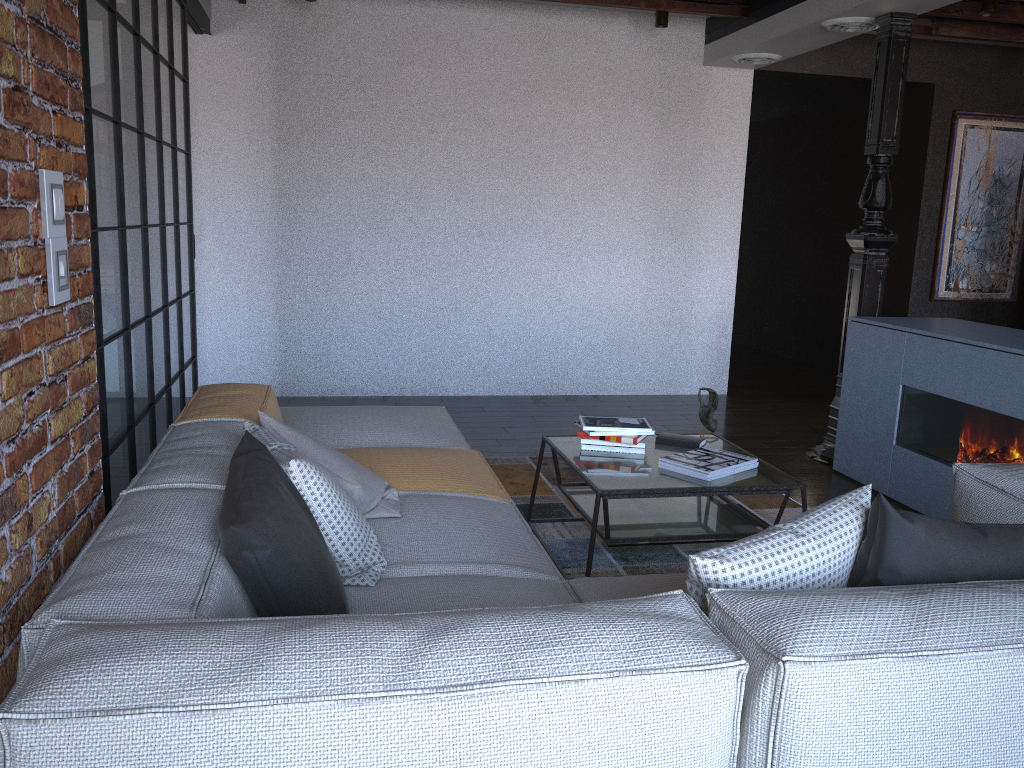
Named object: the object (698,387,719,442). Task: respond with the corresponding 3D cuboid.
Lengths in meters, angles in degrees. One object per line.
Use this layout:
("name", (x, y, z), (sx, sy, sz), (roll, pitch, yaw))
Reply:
("object", (0.804, 0.119, 3.654), (0.099, 0.223, 0.093), (8, 12, 27))

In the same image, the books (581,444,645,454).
("books", (0.402, 0.233, 3.513), (0.247, 0.024, 0.209), (3, 11, 7))

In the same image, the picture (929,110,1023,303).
("picture", (3.757, -1.387, 7.047), (0.780, 1.472, 0.067), (0, 11, -12))

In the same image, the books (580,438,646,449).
("books", (0.401, 0.210, 3.509), (0.251, 0.023, 0.209), (3, 11, 7))

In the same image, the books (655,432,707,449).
("books", (0.685, 0.227, 3.587), (0.181, 0.029, 0.129), (7, 11, 25))

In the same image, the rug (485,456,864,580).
("rug", (0.722, 0.613, 3.791), (1.432, 0.013, 2.361), (0, 11, -12))

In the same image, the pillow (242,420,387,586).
("pillow", (-0.508, 0.293, 2.244), (0.293, 0.355, 0.495), (-3, 12, -26))

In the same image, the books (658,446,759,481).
("books", (0.720, 0.289, 3.246), (0.308, 0.038, 0.225), (-7, 14, -41))

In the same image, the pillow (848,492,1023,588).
("pillow", (0.856, 0.396, 1.825), (0.538, 0.417, 0.238), (-2, 12, -22))

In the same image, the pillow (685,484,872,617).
("pillow", (0.521, 0.405, 1.782), (0.543, 0.402, 0.250), (-4, 12, -29))

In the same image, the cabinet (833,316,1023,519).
("cabinet", (2.346, 0.333, 3.360), (0.607, 0.845, 2.957), (0, 11, -12))

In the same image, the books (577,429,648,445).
("books", (0.398, 0.193, 3.481), (0.239, 0.023, 0.190), (6, 11, 22))

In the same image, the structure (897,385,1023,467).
("structure", (2.115, 0.259, 3.873), (0.332, 0.395, 0.942), (0, 11, -12))

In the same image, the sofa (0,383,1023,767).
("sofa", (0.161, 0.429, 2.917), (2.536, 0.698, 3.297), (0, 11, -13))

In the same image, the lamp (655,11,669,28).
("lamp", (0.946, -2.387, 5.686), (0.120, 0.184, 0.082), (8, 12, 29))

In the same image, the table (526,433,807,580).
("table", (0.563, 0.469, 3.383), (0.842, 0.389, 0.847), (0, 11, -12))

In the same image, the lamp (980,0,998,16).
("lamp", (2.714, -2.206, 5.058), (0.121, 0.184, 0.082), (-2, 11, -20))

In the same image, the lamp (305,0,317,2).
("lamp", (-1.195, -2.370, 5.236), (0.093, 0.210, 0.145), (-1, 11, -17))

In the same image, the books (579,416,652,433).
("books", (0.405, 0.157, 3.495), (0.268, 0.014, 0.196), (2, 10, -1))

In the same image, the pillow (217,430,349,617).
("pillow", (-0.491, 0.341, 1.904), (0.263, 0.401, 0.509), (-1, 11, -18))

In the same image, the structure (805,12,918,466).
("structure", (-1.465, -0.498, 2.803), (8.512, 2.397, 0.481), (-4, 12, -31))

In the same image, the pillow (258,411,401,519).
("pillow", (-0.518, 0.254, 2.617), (0.484, 0.314, 0.358), (8, 12, 30))

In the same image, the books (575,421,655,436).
("books", (0.404, 0.172, 3.498), (0.268, 0.014, 0.196), (0, 11, -13))
